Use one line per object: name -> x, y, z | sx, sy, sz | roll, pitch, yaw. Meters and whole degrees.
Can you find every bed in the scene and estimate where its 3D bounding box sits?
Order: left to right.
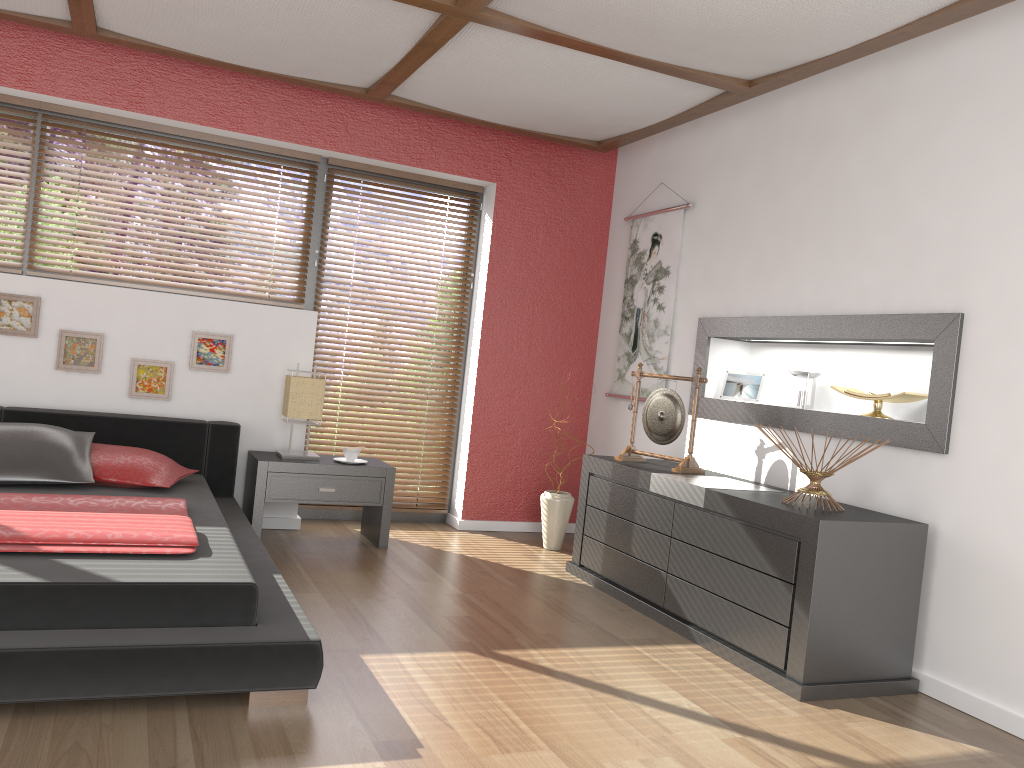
bed -> -2.110, 0.440, 3.094 | 2.469, 0.577, 2.413 | 6, 1, -23

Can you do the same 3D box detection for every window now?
window -> -2.473, -0.991, 4.593 | 2.817, 0.786, 0.020 | 6, 1, -23
window -> -0.751, -0.275, 5.376 | 0.889, 1.893, 0.020 | 6, 1, -23

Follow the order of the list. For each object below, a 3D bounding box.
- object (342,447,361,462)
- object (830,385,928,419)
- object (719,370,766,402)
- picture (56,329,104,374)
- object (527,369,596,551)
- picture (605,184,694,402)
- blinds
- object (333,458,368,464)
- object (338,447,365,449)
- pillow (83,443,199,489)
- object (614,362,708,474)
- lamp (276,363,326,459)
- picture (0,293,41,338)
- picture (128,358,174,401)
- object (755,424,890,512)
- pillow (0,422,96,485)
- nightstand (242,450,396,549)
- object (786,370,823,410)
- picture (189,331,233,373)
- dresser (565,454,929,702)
object -> -0.846, 0.373, 4.662 | 0.099, 0.069, 0.099 | 6, 1, 2
object -> 1.515, 0.083, 3.670 | 0.181, 0.116, 0.350 | 5, 1, -33
object -> 1.158, 0.011, 4.464 | 0.041, 0.146, 0.226 | 5, 1, -44
picture -> -2.143, -0.161, 4.400 | 0.200, 0.200, 0.010 | 6, 1, -23
object -> 0.232, 0.425, 5.057 | 0.364, 1.035, 0.422 | 7, 1, 42
picture -> 0.787, -0.532, 5.122 | 0.028, 1.270, 0.701 | 6, 1, -23
blinds -> -2.510, -0.412, 4.538 | 4.840, 1.952, 0.032 | 6, 1, -23
object -> -0.849, 0.406, 4.663 | 0.179, 0.012, 0.179 | 6, 1, 2
object -> -0.839, 0.336, 4.645 | 0.007, 0.007, 0.192 | 7, 1, 36
pillow -> -1.840, 0.364, 3.988 | 0.745, 0.172, 0.418 | 6, 1, -4
object -> 0.734, 0.153, 4.293 | 0.173, 0.498, 0.490 | 5, 1, -38
lamp -> -1.097, 0.134, 4.644 | 0.200, 0.480, 0.200 | 6, 1, -23
picture -> -2.396, -0.332, 4.281 | 0.200, 0.200, 0.010 | 6, 1, -23
picture -> -1.845, -0.023, 4.536 | 0.200, 0.200, 0.010 | 6, 1, -23
object -> 1.147, 0.320, 3.337 | 0.481, 0.282, 0.481 | 7, 1, 33
pillow -> -2.145, 0.284, 3.701 | 0.744, 0.241, 0.386 | 6, 1, -28
nightstand -> -1.021, 0.606, 4.662 | 0.700, 0.423, 0.413 | 6, 1, -23
object -> 1.349, 0.029, 4.106 | 0.159, 0.171, 0.159 | 7, 1, 25
picture -> -1.575, -0.166, 4.643 | 0.200, 0.200, 0.010 | 6, 1, -23
dresser -> 0.894, 0.730, 3.852 | 0.540, 0.608, 1.740 | 6, 1, -23
